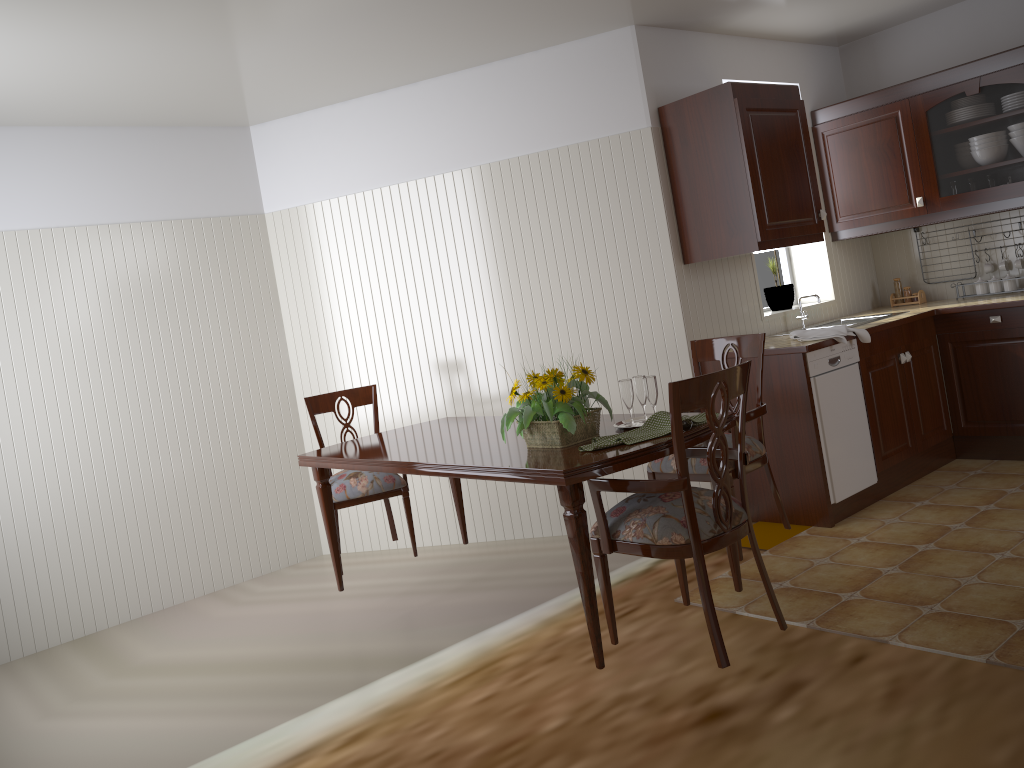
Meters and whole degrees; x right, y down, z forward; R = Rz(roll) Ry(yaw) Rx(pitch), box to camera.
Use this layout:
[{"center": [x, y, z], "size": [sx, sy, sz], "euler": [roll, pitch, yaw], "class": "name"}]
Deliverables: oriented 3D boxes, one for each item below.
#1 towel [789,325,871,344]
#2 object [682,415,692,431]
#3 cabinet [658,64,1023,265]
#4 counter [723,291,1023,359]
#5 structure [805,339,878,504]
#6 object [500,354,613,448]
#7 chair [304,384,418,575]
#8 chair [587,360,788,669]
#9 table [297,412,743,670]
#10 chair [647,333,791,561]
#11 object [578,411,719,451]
[{"center": [1.481, -0.216, 4.115], "size": [0.342, 0.097, 0.332], "euler": [-8, 5, 14], "class": "towel"}, {"center": [0.470, 0.113, 2.618], "size": [0.047, 0.046, 0.146], "euler": [-11, 5, -25], "class": "object"}, {"center": [2.170, -1.148, 3.692], "size": [1.379, 0.777, 2.768], "euler": [-13, 5, -39], "class": "cabinet"}, {"center": [2.465, -0.349, 3.825], "size": [1.838, 0.032, 2.770], "euler": [-14, 6, -39], "class": "counter"}, {"center": [1.403, 0.200, 4.167], "size": [0.427, 0.746, 0.377], "euler": [-11, 2, -39], "class": "structure"}, {"center": [0.118, 0.049, 2.731], "size": [0.297, 0.337, 0.321], "euler": [-7, 3, 43], "class": "object"}, {"center": [-0.685, 0.406, 3.960], "size": [0.406, 0.745, 0.458], "euler": [-10, 2, -17], "class": "chair"}, {"center": [0.468, 0.340, 2.484], "size": [0.407, 0.745, 0.457], "euler": [-11, 2, -39], "class": "chair"}, {"center": [-0.031, 0.460, 3.117], "size": [0.740, 0.557, 1.670], "euler": [-12, 5, -39], "class": "table"}, {"center": [0.753, 0.220, 3.300], "size": [0.463, 0.745, 0.402], "euler": [-11, 2, -42], "class": "chair"}, {"center": [0.424, 0.118, 2.611], "size": [0.531, 0.056, 0.166], "euler": [-12, 5, -26], "class": "object"}]
